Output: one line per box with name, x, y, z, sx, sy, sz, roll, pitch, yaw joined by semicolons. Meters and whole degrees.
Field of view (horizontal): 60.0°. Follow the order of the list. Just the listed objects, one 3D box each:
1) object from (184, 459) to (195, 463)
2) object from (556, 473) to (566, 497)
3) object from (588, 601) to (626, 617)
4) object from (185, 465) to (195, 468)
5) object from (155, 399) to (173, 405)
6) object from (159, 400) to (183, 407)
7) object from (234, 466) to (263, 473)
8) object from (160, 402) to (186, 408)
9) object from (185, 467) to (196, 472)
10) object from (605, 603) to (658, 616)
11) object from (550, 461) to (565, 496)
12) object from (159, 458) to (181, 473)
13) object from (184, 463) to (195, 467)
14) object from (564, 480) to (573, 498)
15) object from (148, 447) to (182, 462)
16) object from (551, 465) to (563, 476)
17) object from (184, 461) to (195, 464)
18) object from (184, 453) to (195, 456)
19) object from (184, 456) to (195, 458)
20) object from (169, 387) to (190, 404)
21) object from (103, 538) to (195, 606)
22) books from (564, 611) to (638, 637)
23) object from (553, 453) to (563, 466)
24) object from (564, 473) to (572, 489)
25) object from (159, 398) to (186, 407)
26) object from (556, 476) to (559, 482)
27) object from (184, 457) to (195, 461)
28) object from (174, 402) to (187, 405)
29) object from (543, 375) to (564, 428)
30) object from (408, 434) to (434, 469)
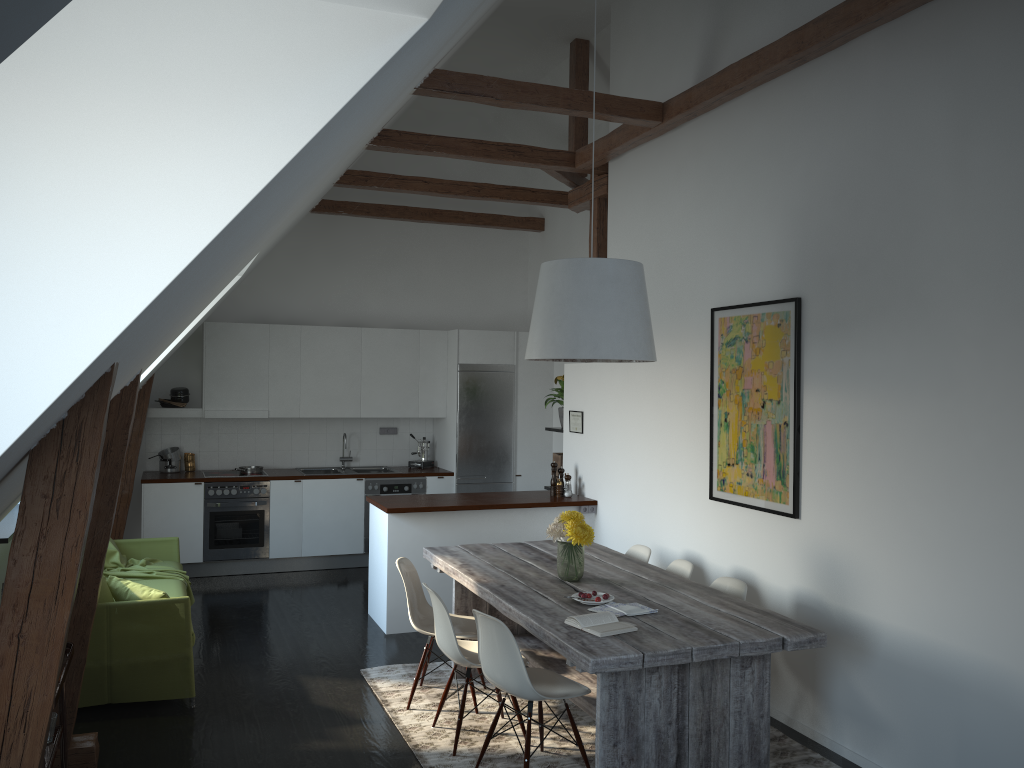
object;-3.149;0.752;8.657;0.099;0.057;0.101;1;0;-10
object;0.390;0.813;7.153;0.080;0.192;0.058;1;0;-37
object;0.471;1.037;4.090;0.185;0.014;0.182;1;0;43
object;-3.144;0.812;8.658;0.100;0.048;0.099;1;0;-3
object;-3.306;0.183;8.488;0.244;0.075;0.357;1;0;40
object;-3.243;0.182;8.415;0.332;0.065;0.065;1;0;36
object;-2.587;0.828;8.614;0.232;0.061;0.351;1;0;42
object;-3.225;0.200;8.479;0.243;0.056;0.350;1;0;-32
object;-3.143;0.834;8.659;0.100;0.036;0.100;1;0;-25
object;0.555;1.038;4.105;0.182;0.016;0.179;1;0;-26
object;0.371;0.768;7.235;0.123;0.283;0.061;1;0;-21
object;-3.250;0.774;8.507;0.200;0.154;0.348;1;0;-42
object;-3.146;0.795;8.658;0.099;0.051;0.099;1;0;-35
object;0.452;0.843;7.131;0.069;0.135;0.069;1;0;44
object;-3.350;0.694;8.500;0.203;0.169;0.371;1;0;41
object;0.554;0.768;7.857;0.287;0.101;0.329;1;0;-26
object;-3.149;0.774;8.659;0.099;0.043;0.100;1;0;-34
object;-3.147;0.697;8.653;0.100;0.047;0.099;1;0;-26
object;-3.148;0.717;8.653;0.100;0.036;0.100;1;0;7
object;-3.205;0.114;8.553;0.200;0.166;0.190;1;0;32
object;-2.683;1.346;6.366;0.722;0.493;0.711;1;0;-26
books;0.381;1.024;3.814;0.202;0.042;0.251;1;0;-33
object;0.555;0.666;7.867;0.329;0.101;0.287;1;0;-11
object;0.453;0.818;7.206;0.058;0.184;0.058;1;0;-25
object;-3.235;0.175;8.428;0.331;0.077;0.061;1;0;27
object;0.553;0.867;7.857;0.329;0.101;0.287;1;0;-11
object;-3.149;0.734;8.653;0.100;0.036;0.100;1;0;35
object;-3.226;0.178;8.480;0.335;0.031;0.065;1;0;26
object;0.526;0.149;7.906;0.493;0.486;0.506;1;0;-2
object;-0.980;0.701;9.377;0.206;0.370;0.353;1;0;25
